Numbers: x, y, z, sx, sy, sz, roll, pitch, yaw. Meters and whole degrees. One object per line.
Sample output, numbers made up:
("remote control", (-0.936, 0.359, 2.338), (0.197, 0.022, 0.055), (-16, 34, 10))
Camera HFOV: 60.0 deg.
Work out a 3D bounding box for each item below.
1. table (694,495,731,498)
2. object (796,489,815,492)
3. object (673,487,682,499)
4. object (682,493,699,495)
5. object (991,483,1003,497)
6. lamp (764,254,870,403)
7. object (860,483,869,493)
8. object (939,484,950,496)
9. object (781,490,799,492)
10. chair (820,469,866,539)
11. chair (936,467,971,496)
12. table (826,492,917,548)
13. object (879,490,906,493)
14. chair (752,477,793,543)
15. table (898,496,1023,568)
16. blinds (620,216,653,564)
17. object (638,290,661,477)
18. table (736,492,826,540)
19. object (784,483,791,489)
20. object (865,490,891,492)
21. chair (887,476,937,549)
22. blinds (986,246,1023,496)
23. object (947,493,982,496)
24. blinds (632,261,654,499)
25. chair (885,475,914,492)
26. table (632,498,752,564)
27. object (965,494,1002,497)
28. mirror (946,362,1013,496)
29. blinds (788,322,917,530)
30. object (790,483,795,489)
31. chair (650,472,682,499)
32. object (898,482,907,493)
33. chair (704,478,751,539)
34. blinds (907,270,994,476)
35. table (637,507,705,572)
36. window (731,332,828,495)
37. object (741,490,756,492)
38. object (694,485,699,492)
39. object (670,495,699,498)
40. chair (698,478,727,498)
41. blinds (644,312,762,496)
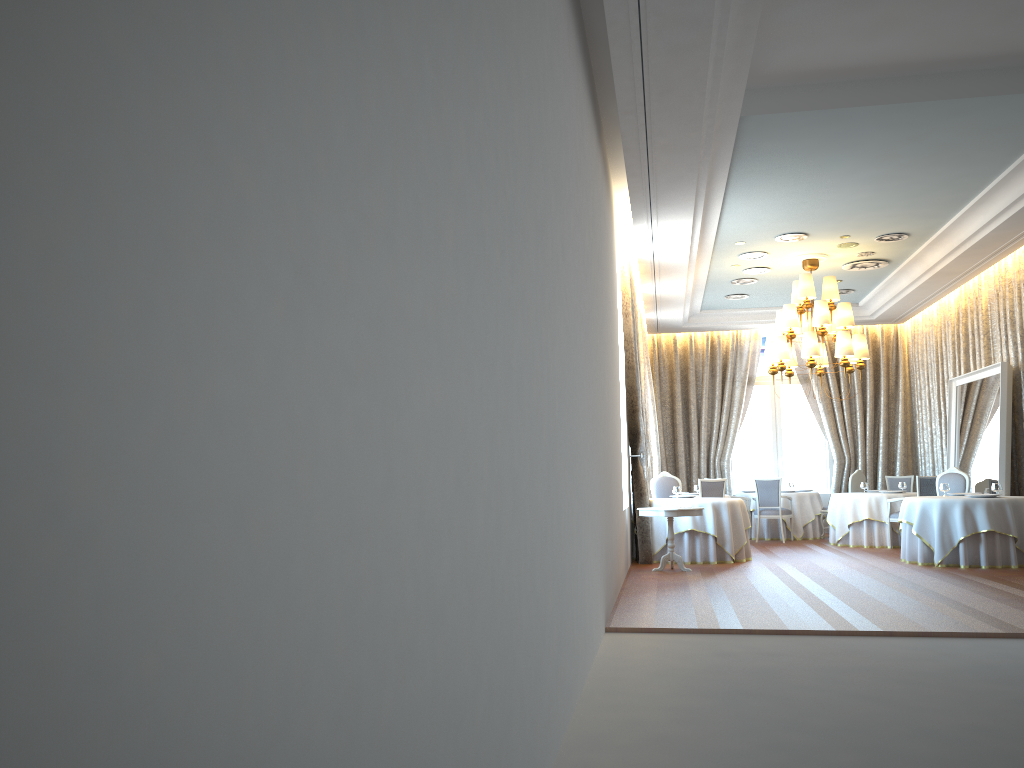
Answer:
("table", (2.965, 2.328, 15.045), (1.667, 0.890, 1.663), (-1, -6, 3))
("object", (5.442, 1.987, 16.541), (0.419, 0.036, 0.419), (-2, -6, 8))
("object", (2.354, 1.549, 12.639), (0.128, 0.165, 0.128), (0, -6, -8))
("object", (2.942, 1.818, 14.629), (0.419, 0.036, 0.419), (-2, -6, 8))
("object", (6.144, 1.344, 11.235), (0.128, 0.165, 0.128), (-2, -6, 10))
("lamp", (4.397, -0.809, 12.918), (1.373, 2.121, 1.373), (5, -8, -43))
("object", (5.903, 1.735, 14.852), (0.128, 0.165, 0.128), (-2, -6, 10))
("object", (5.747, 1.407, 11.775), (0.128, 0.165, 0.128), (-6, -8, 39))
("object", (5.007, 1.949, 16.132), (0.419, 0.036, 0.419), (-2, -6, 8))
("chair", (5.951, 2.158, 15.918), (0.563, 1.233, 0.690), (4, -8, -40))
("chair", (5.996, 1.777, 12.364), (0.690, 1.233, 0.563), (3, -7, -30))
("table", (6.038, 2.227, 14.508), (1.663, 0.890, 1.667), (-3, -7, 23))
("object", (6.083, 1.723, 14.163), (0.419, 0.036, 0.419), (-2, -6, 8))
("chair", (4.517, 2.185, 15.445), (0.650, 1.108, 0.629), (-4, -7, 25))
("table", (5.893, 1.900, 11.439), (1.663, 0.890, 1.667), (-1, -6, -2))
("blinds", (1.756, 0.066, 12.450), (0.315, 4.930, 2.204), (-2, -6, 10))
("object", (2.626, 0.587, 16.986), (0.386, 4.901, 2.121), (-2, -6, 10))
("table", (4.973, 2.459, 16.531), (1.667, 0.890, 1.663), (-4, -7, 28))
("object", (5.112, 1.917, 16.447), (0.128, 0.165, 0.128), (-2, -6, 10))
("object", (6.184, 1.808, 14.973), (0.419, 0.036, 0.419), (-2, -6, 8))
("chair", (6.175, 1.956, 13.527), (0.650, 1.108, 0.629), (1, -7, -20))
("blinds", (6.673, -0.197, 10.808), (0.238, 4.819, 4.439), (-2, -6, 10))
("object", (6.064, 1.479, 11.885), (0.419, 0.036, 0.419), (-2, -6, 8))
("blinds", (2.195, 0.318, 14.857), (0.335, 4.969, 2.257), (-2, -6, 10))
("chair", (6.815, 2.168, 15.593), (0.650, 1.108, 0.629), (-4, -7, 30))
("table", (2.512, 2.058, 12.459), (1.663, 0.890, 1.667), (-1, -6, -2))
("object", (5.866, 1.391, 11.039), (0.419, 0.036, 0.419), (-2, -6, 8))
("mirror", (6.744, 1.090, 12.874), (0.385, 2.564, 2.251), (-2, -6, 10))
("blinds", (6.664, 0.523, 17.363), (2.476, 4.901, 0.386), (-2, -6, 10))
("object", (5.301, 1.957, 16.844), (0.128, 0.165, 0.128), (-2, -6, 10))
("chair", (2.448, 1.929, 13.311), (0.563, 1.233, 0.690), (1, -6, -15))
("object", (6.336, 1.679, 14.386), (0.128, 0.165, 0.128), (-2, -6, 10))
("chair", (3.945, 2.283, 16.284), (0.629, 1.108, 0.650), (2, -7, -25))
("blinds", (7.411, 0.252, 15.094), (0.238, 4.819, 4.439), (-2, -6, 10))
("table", (1.975, 1.938, 10.976), (0.761, 0.801, 0.760), (4, -8, -41))
("window", (5.360, 0.576, 18.006), (1.881, 3.306, 0.196), (-2, -6, 10))
("object", (4.455, 1.999, 16.520), (0.419, 0.036, 0.419), (-2, -6, 8))
("object", (3.131, 1.783, 14.934), (0.128, 0.165, 0.128), (-2, -6, 10))
("object", (2.507, 1.641, 12.921), (0.419, 0.036, 0.419), (-2, -6, 8))
("chair", (3.042, 2.049, 13.974), (0.650, 1.108, 0.629), (1, -6, -15))
("blinds", (3.831, 0.616, 17.846), (2.535, 4.901, 0.386), (-2, -6, 10))
